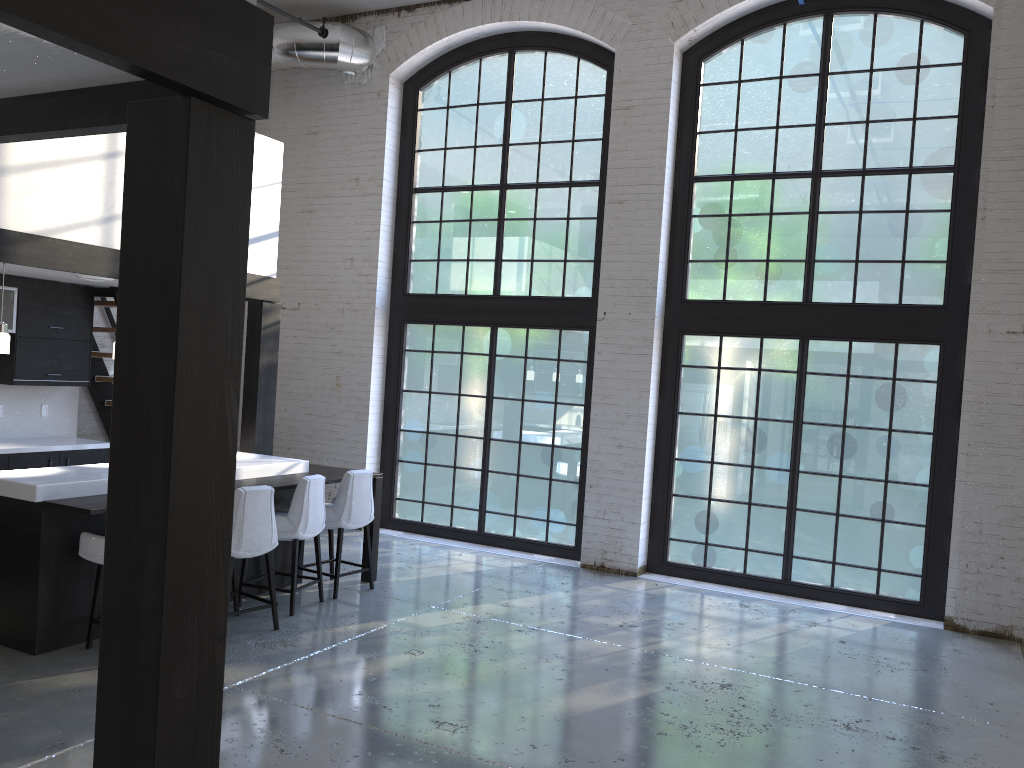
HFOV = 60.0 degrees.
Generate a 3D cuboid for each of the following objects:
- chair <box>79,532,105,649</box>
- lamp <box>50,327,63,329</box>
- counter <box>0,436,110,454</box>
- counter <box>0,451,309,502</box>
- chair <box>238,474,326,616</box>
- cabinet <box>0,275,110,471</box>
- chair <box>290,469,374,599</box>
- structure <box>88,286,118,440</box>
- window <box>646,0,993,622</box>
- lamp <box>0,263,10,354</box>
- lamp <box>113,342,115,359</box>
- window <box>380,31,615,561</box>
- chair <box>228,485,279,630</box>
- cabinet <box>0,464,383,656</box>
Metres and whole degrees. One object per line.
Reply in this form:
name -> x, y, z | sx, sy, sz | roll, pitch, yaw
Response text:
chair -> -2.149, 1.095, 5.209 | 0.501, 0.985, 0.579 | 4, 2, 23
lamp -> -3.107, -0.523, 7.279 | 1.947, 0.624, 0.124 | 4, 2, 27
counter -> -4.360, 0.524, 5.981 | 1.708, 0.045, 4.238 | 4, 1, 27
counter -> -2.536, 0.595, 6.122 | 0.976, 0.095, 2.293 | 4, 1, 27
chair -> -1.611, 1.116, 6.270 | 0.501, 0.985, 0.579 | 4, 1, 18
cabinet -> -3.222, 0.353, 5.402 | 4.273, 2.316, 4.232 | 4, 1, 27
chair -> -1.348, 1.126, 6.800 | 0.501, 0.985, 0.579 | 5, 2, 33
structure -> -3.687, -0.160, 8.866 | 0.928, 3.187, 1.662 | 5, 2, 27
window -> 2.528, -0.721, 7.591 | 2.489, 5.181, 0.138 | 4, 2, 27
lamp -> -3.862, -0.553, 5.787 | 1.951, 0.624, 0.124 | 4, 2, 29
lamp -> -2.674, -0.479, 6.094 | 0.100, 0.624, 0.100 | 5, 2, 33
window -> -0.154, -0.915, 8.948 | 2.489, 5.181, 0.138 | 4, 2, 27
chair -> -1.780, 1.113, 5.641 | 0.501, 0.985, 0.579 | 5, 2, 38
cabinet -> -2.285, 1.107, 6.263 | 1.370, 0.911, 2.692 | 4, 1, 27
